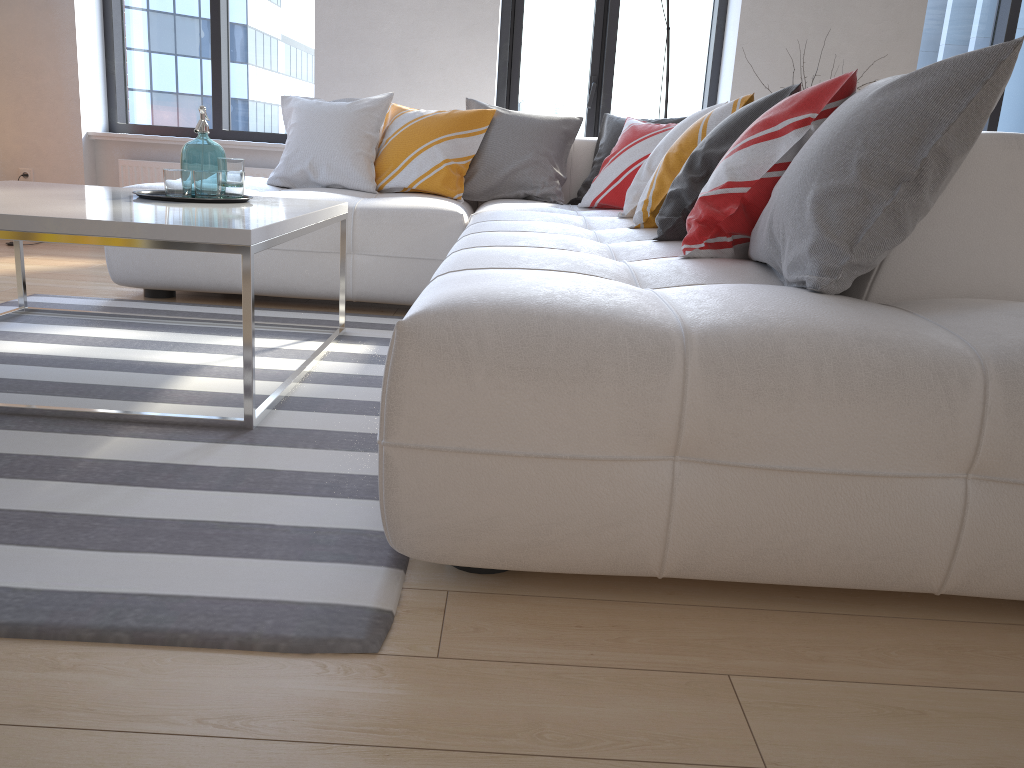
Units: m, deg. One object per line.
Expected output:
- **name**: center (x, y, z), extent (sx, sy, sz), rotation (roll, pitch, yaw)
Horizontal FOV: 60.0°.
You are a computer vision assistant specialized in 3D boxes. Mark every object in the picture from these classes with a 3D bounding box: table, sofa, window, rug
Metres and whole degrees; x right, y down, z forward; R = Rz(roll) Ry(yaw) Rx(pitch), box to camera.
- **table**: center (-1.094, -0.280, 2.409), extent (1.091, 0.435, 1.091), rotation (4, 15, -1)
- **sofa**: center (-0.222, -0.475, 2.831), extent (2.614, 0.732, 3.424), rotation (4, 15, -1)
- **window**: center (-1.685, -2.642, 5.086), extent (1.310, 2.402, 0.170), rotation (4, 15, -1)
- **window**: center (0.612, -2.500, 5.111), extent (1.310, 2.402, 0.170), rotation (4, 15, -1)
- **window**: center (2.907, -2.358, 5.136), extent (1.310, 2.402, 0.170), rotation (4, 15, -1)
- **rug**: center (-0.987, 0.001, 2.239), extent (1.662, 0.016, 2.326), rotation (3, 15, -1)

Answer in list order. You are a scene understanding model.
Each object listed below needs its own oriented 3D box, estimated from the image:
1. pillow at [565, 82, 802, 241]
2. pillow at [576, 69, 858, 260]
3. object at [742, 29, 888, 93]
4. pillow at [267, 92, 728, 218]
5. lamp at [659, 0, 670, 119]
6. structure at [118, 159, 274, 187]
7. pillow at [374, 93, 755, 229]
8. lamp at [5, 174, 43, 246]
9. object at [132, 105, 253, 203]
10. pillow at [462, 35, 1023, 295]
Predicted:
- **pillow**: center (0.607, -0.790, 3.176), extent (0.608, 0.436, 2.120), rotation (2, 15, -5)
- **pillow**: center (0.612, -0.682, 2.867), extent (0.575, 0.449, 2.250), rotation (3, 15, -3)
- **object**: center (1.318, -1.143, 3.768), extent (0.607, 0.744, 0.406), rotation (15, 19, 38)
- **pillow**: center (-0.175, -0.941, 3.553), extent (2.156, 0.456, 0.580), rotation (10, 16, 24)
- **lamp**: center (0.522, -1.654, 3.739), extent (0.710, 2.647, 3.199), rotation (14, 18, 34)
- **structure**: center (-1.755, -1.040, 5.162), extent (1.015, 0.460, 0.110), rotation (4, 15, -1)
- **pillow**: center (0.072, -0.859, 3.369), extent (0.630, 0.440, 2.095), rotation (-10, 20, -42)
- **lamp**: center (-2.736, -1.525, 4.613), extent (0.804, 1.550, 0.502), rotation (-8, 19, -39)
- **object**: center (-0.917, -0.667, 2.549), extent (0.330, 0.265, 0.330), rotation (10, 16, 23)
- **pillow**: center (0.282, -0.708, 2.762), extent (0.647, 0.453, 2.953), rotation (0, 15, -13)
